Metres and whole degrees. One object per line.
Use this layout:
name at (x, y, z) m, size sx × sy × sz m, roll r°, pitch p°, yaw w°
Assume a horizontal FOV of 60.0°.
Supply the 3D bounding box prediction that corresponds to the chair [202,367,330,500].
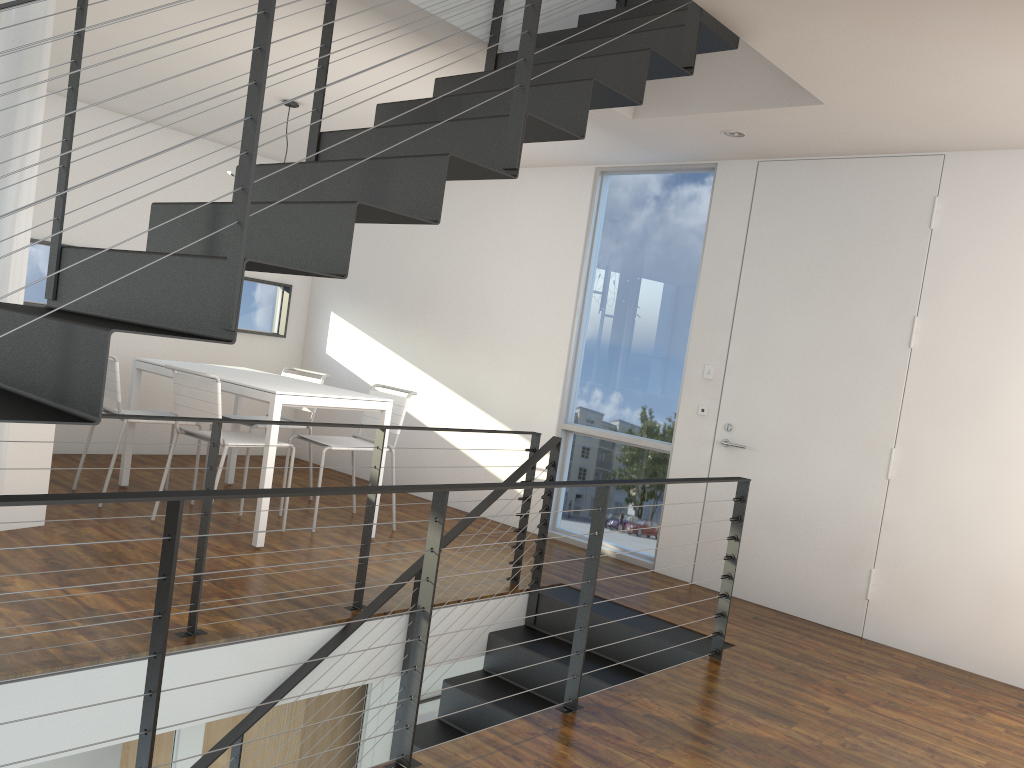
chair at (-1.451, 0.282, 5.280) m, size 0.427 × 0.766 × 0.555 m, roll 11°, pitch 4°, yaw 36°

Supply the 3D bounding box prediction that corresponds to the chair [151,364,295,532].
chair at (-1.402, 0.324, 4.335) m, size 0.427 × 0.766 × 0.555 m, roll 11°, pitch 4°, yaw 37°

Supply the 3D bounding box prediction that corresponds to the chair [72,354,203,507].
chair at (-1.985, 0.226, 4.697) m, size 0.556 × 0.766 × 0.427 m, roll 5°, pitch 4°, yaw -43°

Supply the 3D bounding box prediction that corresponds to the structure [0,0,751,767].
structure at (-0.672, 0.407, 2.430) m, size 1.091 × 6.307 × 4.366 m, roll 11°, pitch 4°, yaw 41°

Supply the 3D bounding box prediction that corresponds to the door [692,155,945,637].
door at (1.406, 0.013, 4.243) m, size 0.879 × 2.189 × 0.077 m, roll 11°, pitch 5°, yaw 41°

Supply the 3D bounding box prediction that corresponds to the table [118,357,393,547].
table at (-1.405, 0.322, 4.748) m, size 1.397 × 0.721 × 0.701 m, roll 10°, pitch 3°, yaw 41°

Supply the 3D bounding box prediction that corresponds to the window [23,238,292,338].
window at (-2.429, -0.632, 6.070) m, size 0.165 × 0.408 × 2.026 m, roll 11°, pitch 3°, yaw 41°

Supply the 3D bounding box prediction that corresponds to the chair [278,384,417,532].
chair at (-0.886, 0.380, 4.833) m, size 0.556 × 0.766 × 0.427 m, roll 5°, pitch 4°, yaw -42°

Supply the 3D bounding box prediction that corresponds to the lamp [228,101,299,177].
lamp at (-1.219, -1.130, 4.722) m, size 0.619 × 0.727 × 0.588 m, roll 7°, pitch 3°, yaw -27°

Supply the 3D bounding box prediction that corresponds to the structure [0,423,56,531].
structure at (-3.310, -0.666, 4.104) m, size 2.745 × 2.209 × 0.750 m, roll 9°, pitch 4°, yaw 25°

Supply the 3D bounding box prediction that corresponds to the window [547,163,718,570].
window at (0.675, -0.117, 5.015) m, size 0.833 × 2.216 × 0.115 m, roll 11°, pitch 5°, yaw 41°
